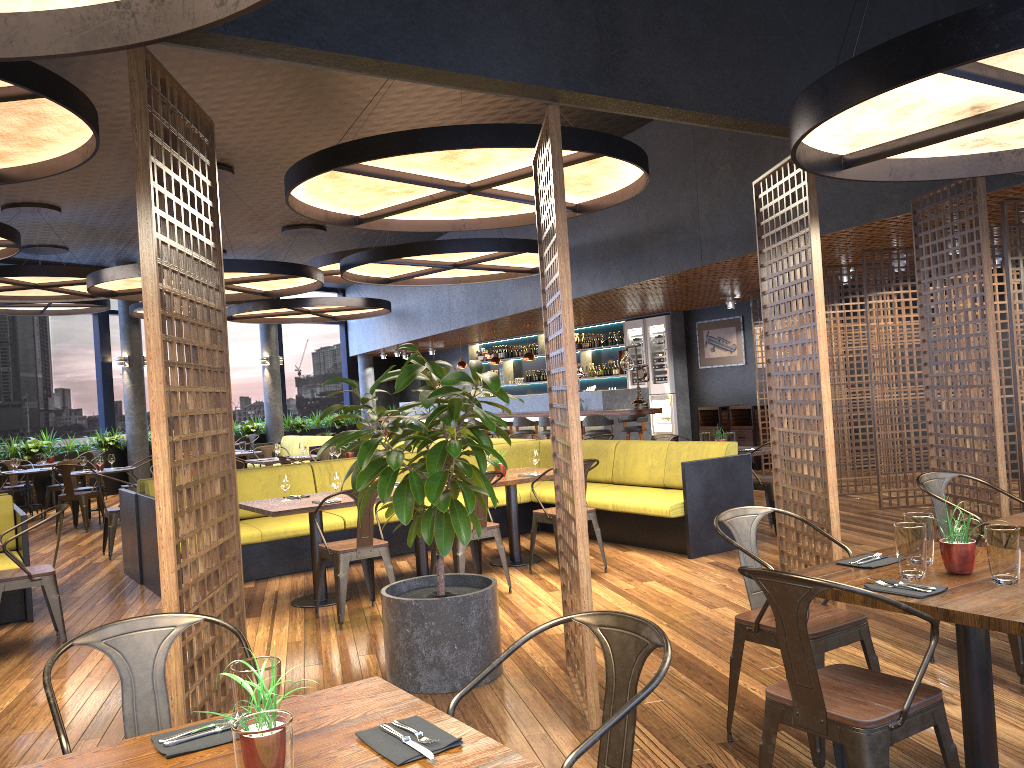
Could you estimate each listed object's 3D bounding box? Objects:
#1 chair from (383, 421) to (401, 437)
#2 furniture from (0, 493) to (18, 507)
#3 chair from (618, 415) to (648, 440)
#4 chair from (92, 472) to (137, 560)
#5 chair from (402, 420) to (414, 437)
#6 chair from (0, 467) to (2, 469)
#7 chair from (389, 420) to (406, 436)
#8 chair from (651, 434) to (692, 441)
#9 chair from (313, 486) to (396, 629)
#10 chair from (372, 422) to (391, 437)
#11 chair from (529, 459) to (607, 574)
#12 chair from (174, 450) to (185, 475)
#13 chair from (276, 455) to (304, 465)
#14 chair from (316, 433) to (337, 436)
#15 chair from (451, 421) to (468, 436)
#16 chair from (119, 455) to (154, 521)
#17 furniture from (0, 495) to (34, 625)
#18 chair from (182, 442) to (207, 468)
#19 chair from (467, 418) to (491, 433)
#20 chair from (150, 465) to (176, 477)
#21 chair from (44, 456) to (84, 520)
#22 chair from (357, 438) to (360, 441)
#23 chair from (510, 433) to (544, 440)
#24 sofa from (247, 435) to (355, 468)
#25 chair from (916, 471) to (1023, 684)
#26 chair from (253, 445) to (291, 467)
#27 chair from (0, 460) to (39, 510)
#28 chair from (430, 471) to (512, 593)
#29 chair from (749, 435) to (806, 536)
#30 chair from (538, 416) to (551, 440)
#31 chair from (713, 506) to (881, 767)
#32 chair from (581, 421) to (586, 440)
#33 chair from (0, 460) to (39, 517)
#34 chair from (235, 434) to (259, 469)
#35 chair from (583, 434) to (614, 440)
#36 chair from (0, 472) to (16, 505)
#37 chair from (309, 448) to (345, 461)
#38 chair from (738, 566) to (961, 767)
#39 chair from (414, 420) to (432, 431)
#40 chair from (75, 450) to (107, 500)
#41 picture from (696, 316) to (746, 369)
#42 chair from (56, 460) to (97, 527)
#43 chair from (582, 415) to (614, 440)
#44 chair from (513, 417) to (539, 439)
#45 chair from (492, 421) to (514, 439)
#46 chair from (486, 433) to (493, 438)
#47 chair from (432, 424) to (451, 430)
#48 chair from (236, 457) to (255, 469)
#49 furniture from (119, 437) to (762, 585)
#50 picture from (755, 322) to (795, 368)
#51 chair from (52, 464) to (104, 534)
[{"bbox_3d":[-2.768,1.325,20.837,0.483,1.048,0.438,-4,-1,-5],"label":"chair"},{"bbox_3d":[-6.685,1.540,8.263,3.372,0.914,4.503,-3,-1,-33],"label":"furniture"},{"bbox_3d":[1.908,0.949,13.803,0.483,1.048,0.438,-4,-1,28],"label":"chair"},{"bbox_3d":[-4.193,1.382,9.550,0.541,0.917,0.504,-3,-1,-33],"label":"chair"},{"bbox_3d":[-2.063,1.258,18.701,0.483,1.048,0.438,-4,-1,28],"label":"chair"},{"bbox_3d":[-7.175,1.603,11.989,0.541,0.917,0.504,-3,-1,-33],"label":"chair"},{"bbox_3d":[-2.400,1.285,19.193,0.483,1.048,0.438,-4,-1,28],"label":"chair"},{"bbox_3d":[1.762,0.982,9.233,0.504,0.917,0.541,-3,-1,-33],"label":"chair"},{"bbox_3d":[-1.069,1.142,6.070,0.504,0.917,0.541,-3,-1,-33],"label":"chair"},{"bbox_3d":[-2.888,1.324,19.857,0.483,1.048,0.438,-4,-1,28],"label":"chair"},{"bbox_3d":[0.439,1.051,7.062,0.504,0.917,0.541,-3,-1,-33],"label":"chair"},{"bbox_3d":[-5.146,1.488,14.268,0.504,0.917,0.541,-4,-1,34],"label":"chair"},{"bbox_3d":[-2.472,1.276,10.478,0.541,0.917,0.504,-3,-1,-33],"label":"chair"},{"bbox_3d":[-3.491,1.404,17.081,0.504,0.917,0.541,-3,-1,-33],"label":"chair"},{"bbox_3d":[-0.899,1.164,16.920,0.483,1.048,0.438,-4,-1,28],"label":"chair"},{"bbox_3d":[-5.322,1.486,12.696,0.541,0.917,0.504,-3,-1,-33],"label":"chair"},{"bbox_3d":[-4.151,1.335,4.386,3.378,0.916,4.755,-3,-1,-33],"label":"furniture"},{"bbox_3d":[-6.462,1.612,18.196,0.504,0.917,0.541,-4,-1,31],"label":"chair"},{"bbox_3d":[-0.571,1.137,16.318,0.438,1.048,0.483,-4,-1,-5],"label":"chair"},{"bbox_3d":[-3.966,1.375,10.474,0.504,0.917,0.541,-3,-1,-33],"label":"chair"},{"bbox_3d":[-6.886,1.599,13.712,0.541,0.917,0.504,-4,-1,-3],"label":"chair"},{"bbox_3d":[-2.800,1.348,16.024,0.504,0.917,0.541,-3,-1,-33],"label":"chair"},{"bbox_3d":[0.262,1.103,11.484,0.504,0.917,0.541,-3,-1,-33],"label":"chair"},{"bbox_3d":[-3.881,1.424,16.049,0.966,0.914,3.061,-3,-1,-33],"label":"sofa"},{"bbox_3d":[2.324,0.901,4.354,0.504,0.917,0.541,-3,-1,-33],"label":"chair"},{"bbox_3d":[-3.494,1.367,13.014,0.504,0.917,0.541,-3,-1,-33],"label":"chair"},{"bbox_3d":[-8.419,1.713,15.035,0.504,0.917,0.541,-4,-1,42],"label":"chair"},{"bbox_3d":[-0.318,1.097,6.564,0.504,0.917,0.541,-3,-1,-33],"label":"chair"},{"bbox_3d":[2.433,0.928,8.207,0.504,0.917,0.541,-3,-1,-33],"label":"chair"},{"bbox_3d":[0.698,1.036,14.501,0.483,1.048,0.438,-4,-1,28],"label":"chair"},{"bbox_3d":[1.131,0.973,3.569,0.504,0.917,0.541,-3,-1,-33],"label":"chair"},{"bbox_3d":[0.983,1.012,13.945,0.438,1.048,0.483,-4,-1,-5],"label":"chair"},{"bbox_3d":[-7.878,1.669,14.121,0.504,0.917,0.541,-3,-1,-42],"label":"chair"},{"bbox_3d":[-5.781,1.577,19.337,0.504,0.917,0.541,-4,-1,22],"label":"chair"},{"bbox_3d":[0.944,1.048,10.442,0.504,0.917,0.541,-3,-1,-33],"label":"chair"},{"bbox_3d":[-7.738,1.651,13.177,0.504,0.917,0.541,-4,-1,29],"label":"chair"},{"bbox_3d":[-2.286,1.271,11.342,0.504,0.917,0.541,-3,-1,-33],"label":"chair"},{"bbox_3d":[0.999,0.974,2.661,0.541,0.917,0.504,-3,-1,-33],"label":"chair"},{"bbox_3d":[-1.753,1.232,18.088,0.438,1.048,0.483,-4,-1,-5],"label":"chair"},{"bbox_3d":[-7.730,1.678,16.175,0.504,0.917,0.541,-4,-1,20],"label":"chair"},{"bbox_3d":[3.505,-0.693,14.945,0.028,0.809,1.039,-3,-1,-33],"label":"picture"},{"bbox_3d":[-6.200,1.544,12.707,0.541,0.917,0.504,-4,-1,38],"label":"chair"},{"bbox_3d":[1.314,0.986,13.458,0.438,1.048,0.483,-3,-1,-42],"label":"chair"},{"bbox_3d":[0.269,1.071,15.147,0.438,1.048,0.483,-4,-1,-19],"label":"chair"},{"bbox_3d":[-0.136,1.103,15.726,0.483,1.048,0.438,-4,-1,17],"label":"chair"},{"bbox_3d":[-0.521,1.166,12.707,0.504,0.917,0.541,-3,-1,-33],"label":"chair"},{"bbox_3d":[-1.389,1.202,17.458,0.438,1.048,0.483,-4,-1,-14],"label":"chair"},{"bbox_3d":[-3.686,1.371,12.052,0.541,0.917,0.504,-3,-1,-33],"label":"chair"},{"bbox_3d":[-1.807,1.230,9.866,4.895,0.914,7.462,-3,-1,-38],"label":"furniture"},{"bbox_3d":[4.223,-0.627,13.860,0.028,0.697,1.039,-3,-1,-33],"label":"picture"},{"bbox_3d":[-5.819,1.512,11.880,0.504,0.917,0.541,-4,-1,6],"label":"chair"}]
